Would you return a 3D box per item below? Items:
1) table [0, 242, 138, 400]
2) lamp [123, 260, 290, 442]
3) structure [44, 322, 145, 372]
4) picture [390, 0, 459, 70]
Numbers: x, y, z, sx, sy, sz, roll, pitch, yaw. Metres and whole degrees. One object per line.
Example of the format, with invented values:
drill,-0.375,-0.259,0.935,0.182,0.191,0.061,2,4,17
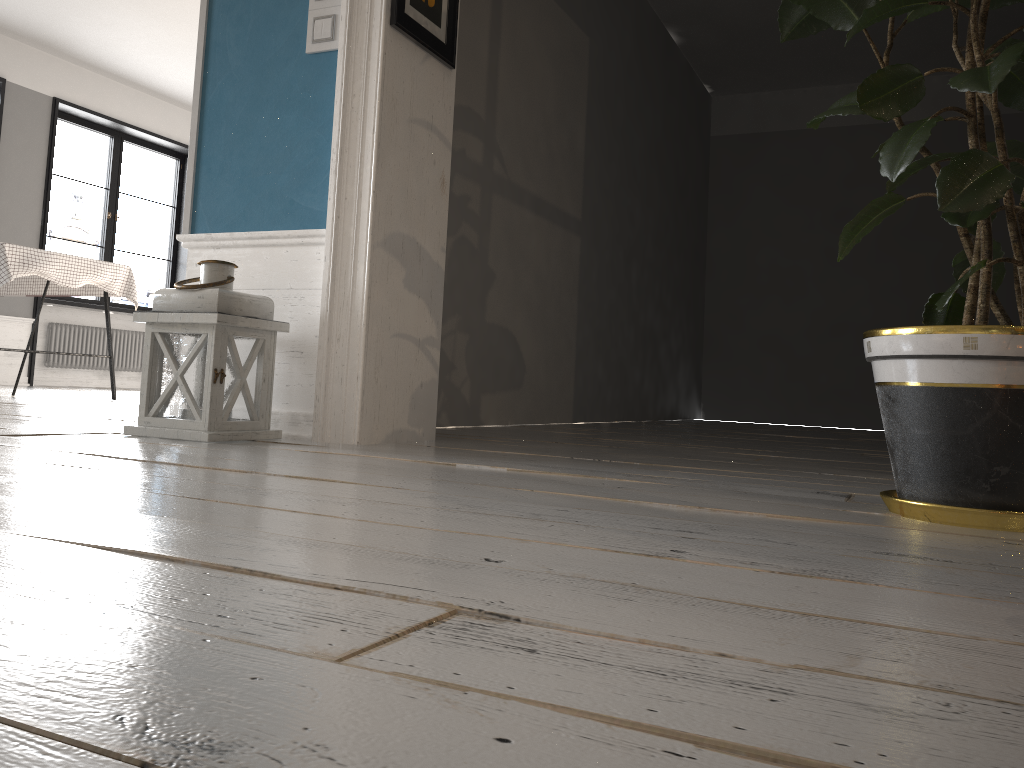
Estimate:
table,-3.260,-0.351,5.178,2.026,0.788,0.927,2,-2,25
lamp,-0.812,-0.097,2.393,0.287,0.480,0.285,1,-4,24
structure,-4.106,-0.351,8.832,0.149,0.429,1.218,1,-2,23
picture,0.631,-1.343,2.277,1.946,0.756,0.357,2,-4,25
